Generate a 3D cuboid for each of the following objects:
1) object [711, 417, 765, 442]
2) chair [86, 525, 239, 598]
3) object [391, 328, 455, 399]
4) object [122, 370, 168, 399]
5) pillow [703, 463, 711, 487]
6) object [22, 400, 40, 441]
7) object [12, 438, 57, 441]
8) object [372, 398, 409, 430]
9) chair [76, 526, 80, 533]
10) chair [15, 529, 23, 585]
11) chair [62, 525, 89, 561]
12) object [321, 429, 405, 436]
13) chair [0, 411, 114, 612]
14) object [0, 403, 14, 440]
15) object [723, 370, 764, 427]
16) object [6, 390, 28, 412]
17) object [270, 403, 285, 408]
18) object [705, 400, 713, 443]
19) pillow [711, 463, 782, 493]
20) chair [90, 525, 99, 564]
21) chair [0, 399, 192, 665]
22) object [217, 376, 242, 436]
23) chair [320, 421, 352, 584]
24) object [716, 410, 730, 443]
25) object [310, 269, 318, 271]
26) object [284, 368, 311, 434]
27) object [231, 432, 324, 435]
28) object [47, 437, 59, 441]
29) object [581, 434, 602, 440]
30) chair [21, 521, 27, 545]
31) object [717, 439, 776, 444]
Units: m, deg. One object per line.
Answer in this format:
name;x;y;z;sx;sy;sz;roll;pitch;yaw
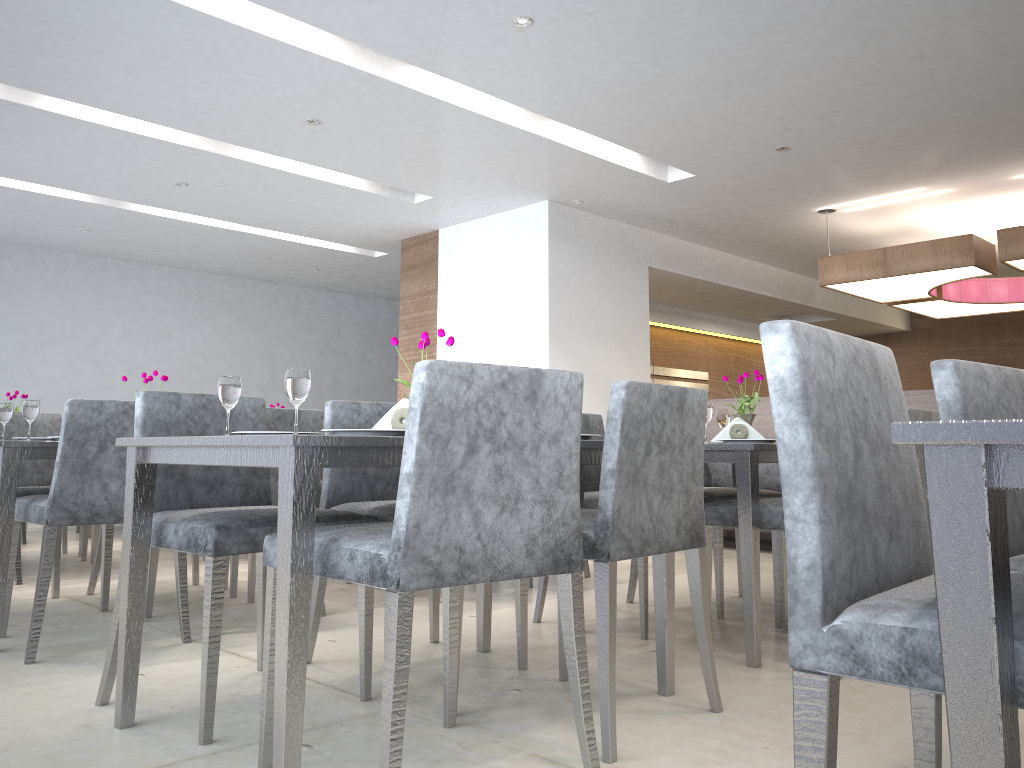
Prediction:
object;0.820;0.170;3.197;0.203;0.101;0.069;-1;-7;15
chair;-1.473;0.513;3.781;0.475;0.771;0.489;6;-10;-39
object;-0.215;0.000;2.203;0.103;0.279;0.154;-7;-11;42
object;-1.408;0.086;3.391;0.103;0.279;0.154;-7;-11;42
pillow;1.222;0.607;6.228;0.557;0.309;0.187;5;-9;-44
object;-1.635;0.124;3.000;0.053;0.141;0.053;1;-8;-3
object;-1.758;0.211;3.324;0.216;0.015;0.216;5;-6;-45
object;-0.258;0.084;2.141;0.203;0.101;0.069;-1;-7;15
chair;-3.247;0.746;6.913;0.490;0.771;0.474;-6;-10;40
chair;-2.555;0.533;4.106;0.475;0.771;0.489;6;-10;-39
chair;-2.678;0.600;4.981;0.475;0.771;0.489;6;-10;-39
object;-0.294;0.106;1.865;0.216;0.015;0.216;5;-6;-45
chair;-1.866;0.483;3.407;0.490;0.771;0.474;-6;-10;40
object;-1.841;0.139;3.205;0.053;0.141;0.053;1;-8;-3
object;0.862;0.086;3.259;0.103;0.279;0.154;-7;-11;42
object;-2.612;0.173;4.591;0.103;0.279;0.154;-7;-11;42
object;-1.534;0.259;5.647;0.103;0.279;0.154;-7;-11;42
object;0.627;0.124;2.869;0.053;0.141;0.053;0;-8;3
pillow;1.658;0.595;6.137;0.180;0.323;0.635;8;-9;-44
chair;-2.222;0.566;4.513;0.490;0.771;0.474;-6;-10;40
chair;-1.351;0.446;2.905;0.475;0.771;0.489;6;-10;-39
object;-0.646;0.053;2.015;0.053;0.141;0.053;1;-8;-3
chair;-0.788;0.569;4.463;0.490;0.771;0.474;-6;-10;40
object;0.832;0.172;3.475;0.053;0.141;0.053;0;-8;3
object;-2.089;-1.205;9.341;0.089;0.007;0.088;0;-4;0
object;-0.440;0.038;1.810;0.053;0.141;0.053;0;-8;3
object;-0.565;0.125;2.136;0.216;0.015;0.216;5;-6;-45
object;-1.486;0.192;3.054;0.216;0.015;0.216;5;-6;-45
object;0.122;0.139;2.272;0.216;0.015;0.216;5;-6;-45
chair;-3.476;0.657;5.762;0.490;0.771;0.474;-6;-10;40
object;0.784;0.192;2.921;0.216;0.015;0.216;5;-6;-45
